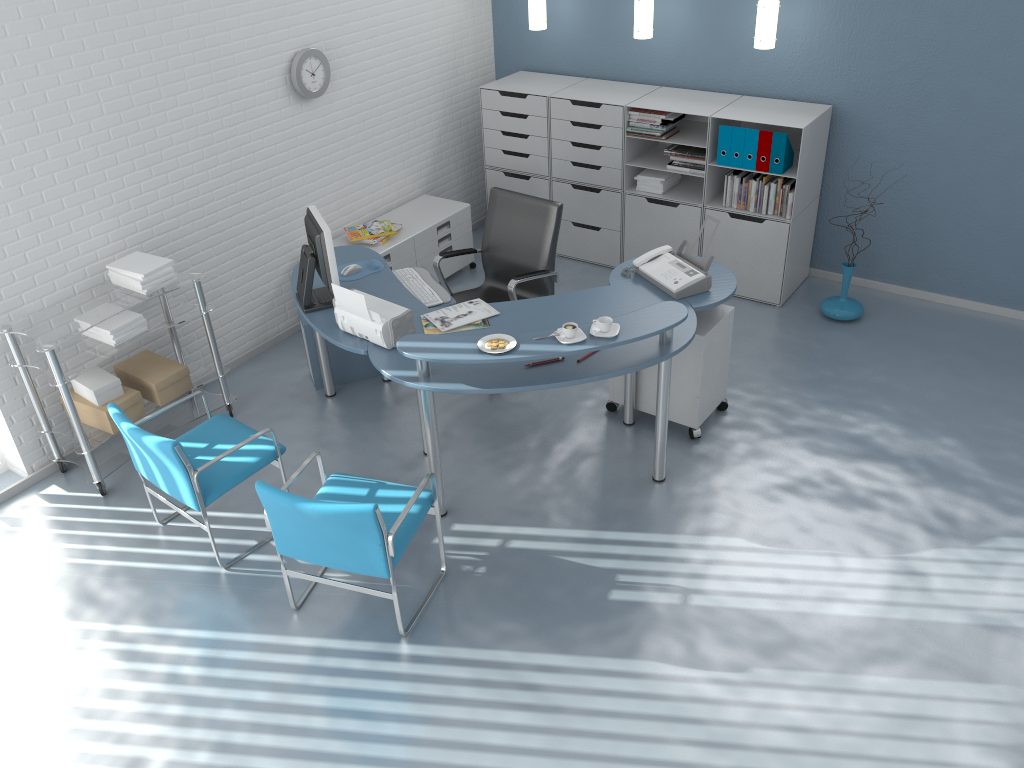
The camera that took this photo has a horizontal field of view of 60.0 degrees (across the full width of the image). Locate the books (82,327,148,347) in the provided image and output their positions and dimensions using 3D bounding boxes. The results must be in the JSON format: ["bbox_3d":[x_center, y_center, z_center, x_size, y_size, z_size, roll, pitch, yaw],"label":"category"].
[{"bbox_3d":[-1.953,-0.262,4.352,0.270,0.015,0.190,17,37,29],"label":"books"}]

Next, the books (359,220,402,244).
[{"bbox_3d":[-0.880,-0.979,5.706,0.210,0.020,0.300,14,36,26],"label":"books"}]

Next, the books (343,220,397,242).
[{"bbox_3d":[-0.909,-0.981,5.675,0.300,0.020,0.210,-14,34,-16],"label":"books"}]

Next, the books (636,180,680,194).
[{"bbox_3d":[0.981,-1.338,5.961,0.190,0.015,0.270,18,38,30],"label":"books"}]

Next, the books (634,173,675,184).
[{"bbox_3d":[0.964,-1.401,5.920,0.190,0.015,0.270,18,38,30],"label":"books"}]

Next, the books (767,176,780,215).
[{"bbox_3d":[1.620,-1.163,5.450,0.040,0.203,0.157,18,38,30],"label":"books"}]

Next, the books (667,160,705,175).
[{"bbox_3d":[1.160,-1.405,5.692,0.265,0.034,0.212,18,38,30],"label":"books"}]

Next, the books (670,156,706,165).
[{"bbox_3d":[1.167,-1.455,5.664,0.251,0.034,0.197,18,38,30],"label":"books"}]

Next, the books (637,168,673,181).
[{"bbox_3d":[0.977,-1.415,5.913,0.190,0.015,0.270,15,36,26],"label":"books"}]

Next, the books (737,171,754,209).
[{"bbox_3d":[1.458,-1.216,5.548,0.032,0.203,0.157,18,38,30],"label":"books"}]

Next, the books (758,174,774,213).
[{"bbox_3d":[1.568,-1.199,5.469,0.021,0.247,0.157,18,38,30],"label":"books"}]

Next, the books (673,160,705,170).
[{"bbox_3d":[1.175,-1.424,5.667,0.224,0.023,0.212,18,38,30],"label":"books"}]

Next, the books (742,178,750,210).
[{"bbox_3d":[1.481,-1.196,5.543,0.021,0.172,0.157,18,38,30],"label":"books"}]

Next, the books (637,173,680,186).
[{"bbox_3d":[0.986,-1.390,5.929,0.190,0.015,0.270,20,39,32],"label":"books"}]

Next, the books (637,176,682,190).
[{"bbox_3d":[0.988,-1.363,5.943,0.190,0.015,0.270,19,38,31],"label":"books"}]

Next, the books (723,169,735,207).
[{"bbox_3d":[1.384,-1.240,5.593,0.040,0.203,0.157,18,38,30],"label":"books"}]

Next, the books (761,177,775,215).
[{"bbox_3d":[1.587,-1.161,5.467,0.032,0.184,0.173,18,38,30],"label":"books"}]

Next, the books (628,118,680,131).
[{"bbox_3d":[0.915,-1.687,5.703,0.265,0.044,0.212,18,38,30],"label":"books"}]

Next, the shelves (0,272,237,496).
[{"bbox_3d":[-1.936,-0.042,4.480,0.441,0.848,0.896,19,38,30],"label":"shelves"}]

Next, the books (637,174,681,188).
[{"bbox_3d":[0.984,-1.373,5.932,0.190,0.015,0.270,18,38,30],"label":"books"}]

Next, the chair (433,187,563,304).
[{"bbox_3d":[-0.092,-0.513,4.971,0.584,0.948,0.652,22,40,34],"label":"chair"}]

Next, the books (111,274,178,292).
[{"bbox_3d":[-1.825,-0.527,4.401,0.270,0.015,0.190,16,37,28],"label":"books"}]

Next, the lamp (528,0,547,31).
[{"bbox_3d":[0.135,-3.181,5.582,0.120,1.786,0.120,-6,32,-4],"label":"lamp"}]

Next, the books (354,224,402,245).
[{"bbox_3d":[-0.870,-0.977,5.740,0.210,0.020,0.300,8,34,17],"label":"books"}]

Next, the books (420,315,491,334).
[{"bbox_3d":[-0.263,-0.290,4.093,0.300,0.005,0.200,-8,33,-8],"label":"books"}]

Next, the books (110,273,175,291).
[{"bbox_3d":[-1.828,-0.534,4.385,0.270,0.015,0.190,19,38,31],"label":"books"}]

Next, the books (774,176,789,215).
[{"bbox_3d":[1.655,-1.168,5.432,0.032,0.229,0.138,18,38,30],"label":"books"}]

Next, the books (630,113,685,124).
[{"bbox_3d":[0.934,-1.722,5.683,0.298,0.034,0.187,18,38,30],"label":"books"}]

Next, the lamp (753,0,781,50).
[{"bbox_3d":[1.454,-2.752,4.785,0.120,1.786,0.120,-6,32,-4],"label":"lamp"}]

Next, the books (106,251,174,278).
[{"bbox_3d":[-1.828,-0.590,4.361,0.270,0.015,0.190,15,36,26],"label":"books"}]

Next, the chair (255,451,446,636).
[{"bbox_3d":[-0.615,0.572,3.522,0.542,0.707,0.543,8,34,17],"label":"chair"}]

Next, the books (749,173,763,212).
[{"bbox_3d":[1.528,-1.196,5.498,0.038,0.217,0.166,18,38,30],"label":"books"}]

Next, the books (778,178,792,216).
[{"bbox_3d":[1.672,-1.144,5.420,0.022,0.198,0.157,18,38,30],"label":"books"}]

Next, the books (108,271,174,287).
[{"bbox_3d":[-1.832,-0.549,4.381,0.270,0.015,0.190,18,38,30],"label":"books"}]

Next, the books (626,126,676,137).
[{"bbox_3d":[0.900,-1.652,5.723,0.240,0.034,0.234,18,38,30],"label":"books"}]

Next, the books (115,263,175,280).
[{"bbox_3d":[-1.829,-0.585,4.381,0.270,0.015,0.190,18,38,30],"label":"books"}]

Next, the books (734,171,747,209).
[{"bbox_3d":[1.436,-1.221,5.563,0.022,0.198,0.157,18,38,30],"label":"books"}]

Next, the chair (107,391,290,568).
[{"bbox_3d":[-1.353,0.355,3.931,0.542,0.707,0.543,21,40,34],"label":"chair"}]

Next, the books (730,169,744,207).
[{"bbox_3d":[1.418,-1.245,5.575,0.032,0.229,0.138,18,38,30],"label":"books"}]

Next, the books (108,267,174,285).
[{"bbox_3d":[-1.827,-0.560,4.370,0.270,0.015,0.190,20,39,32],"label":"books"}]

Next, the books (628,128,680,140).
[{"bbox_3d":[0.919,-1.632,5.739,0.265,0.019,0.209,18,38,30],"label":"books"}]

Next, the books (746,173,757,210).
[{"bbox_3d":[1.505,-1.200,5.528,0.032,0.193,0.146,18,38,30],"label":"books"}]

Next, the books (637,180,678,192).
[{"bbox_3d":[0.980,-1.351,5.953,0.190,0.015,0.270,16,37,28],"label":"books"}]

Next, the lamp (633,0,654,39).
[{"bbox_3d":[0.795,-2.967,5.184,0.120,1.786,0.120,-6,32,-4],"label":"lamp"}]

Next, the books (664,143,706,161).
[{"bbox_3d":[1.145,-1.485,5.642,0.283,0.041,0.224,18,38,30],"label":"books"}]

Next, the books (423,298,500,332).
[{"bbox_3d":[-0.236,-0.324,4.140,0.300,0.010,0.200,-20,36,-24],"label":"books"}]

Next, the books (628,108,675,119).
[{"bbox_3d":[0.909,-1.746,5.669,0.258,0.024,0.212,18,38,30],"label":"books"}]

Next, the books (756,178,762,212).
[{"bbox_3d":[1.554,-1.185,5.491,0.017,0.203,0.155,18,38,30],"label":"books"}]
